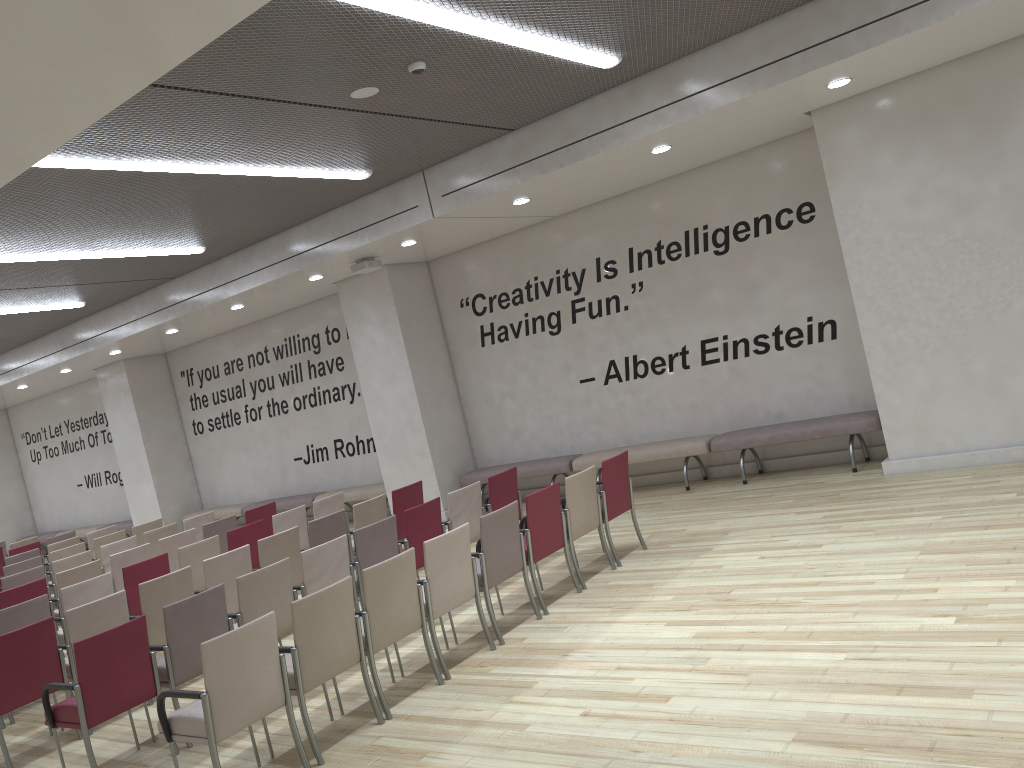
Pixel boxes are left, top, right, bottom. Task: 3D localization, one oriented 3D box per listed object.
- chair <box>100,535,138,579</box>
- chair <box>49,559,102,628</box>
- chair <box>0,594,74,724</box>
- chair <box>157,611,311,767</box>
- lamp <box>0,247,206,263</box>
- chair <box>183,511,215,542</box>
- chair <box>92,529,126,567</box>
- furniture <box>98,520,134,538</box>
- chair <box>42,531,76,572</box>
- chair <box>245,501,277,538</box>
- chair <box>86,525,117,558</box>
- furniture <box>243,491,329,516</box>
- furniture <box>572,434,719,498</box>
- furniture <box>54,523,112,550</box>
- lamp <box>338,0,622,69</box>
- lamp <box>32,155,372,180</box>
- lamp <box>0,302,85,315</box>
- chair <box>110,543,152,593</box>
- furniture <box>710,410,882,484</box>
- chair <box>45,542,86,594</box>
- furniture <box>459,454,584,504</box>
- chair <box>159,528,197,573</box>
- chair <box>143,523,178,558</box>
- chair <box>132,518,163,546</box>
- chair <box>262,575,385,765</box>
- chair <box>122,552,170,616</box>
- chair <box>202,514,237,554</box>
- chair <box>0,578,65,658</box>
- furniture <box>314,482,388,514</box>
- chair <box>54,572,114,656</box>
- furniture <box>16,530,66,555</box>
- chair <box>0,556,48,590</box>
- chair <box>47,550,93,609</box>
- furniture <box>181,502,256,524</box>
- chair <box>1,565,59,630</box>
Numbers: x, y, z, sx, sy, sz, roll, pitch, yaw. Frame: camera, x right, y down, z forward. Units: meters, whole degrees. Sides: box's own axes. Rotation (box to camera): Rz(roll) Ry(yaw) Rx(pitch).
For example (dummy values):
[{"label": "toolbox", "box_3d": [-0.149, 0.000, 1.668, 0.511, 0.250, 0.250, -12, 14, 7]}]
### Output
[{"label": "chair", "box_3d": [-4.705, 2.307, 10.519, 0.640, 0.890, 0.513, -12, 2, 38]}, {"label": "chair", "box_3d": [-4.381, 2.271, 8.889, 0.640, 0.890, 0.513, -12, 2, 36]}, {"label": "chair", "box_3d": [-4.062, 2.235, 7.280, 0.640, 0.890, 0.513, -12, 2, 37]}, {"label": "chair", "box_3d": [-1.491, 1.694, 4.619, 0.640, 0.890, 0.513, -12, 2, 37]}, {"label": "lamp", "box_3d": [-4.627, -1.309, 9.153, 0.198, 0.045, 3.303, -12, 2, 37]}, {"label": "chair", "box_3d": [-4.076, 2.137, 11.381, 0.640, 0.890, 0.513, -12, 2, 38]}, {"label": "chair", "box_3d": [-5.346, 2.430, 11.680, 0.640, 0.890, 0.513, -12, 2, 36]}, {"label": "furniture", "box_3d": [-7.468, 2.961, 17.492, 1.833, 0.550, 0.530, -12, 2, 37]}, {"label": "chair", "box_3d": [-6.953, 2.762, 13.606, 0.640, 0.890, 0.513, -12, 2, 36]}, {"label": "chair", "box_3d": [-3.095, 1.924, 10.652, 0.640, 0.890, 0.513, -12, 2, 37]}, {"label": "chair", "box_3d": [-5.993, 2.554, 12.864, 0.640, 0.890, 0.513, -12, 2, 36]}, {"label": "furniture", "box_3d": [-3.660, 2.133, 14.568, 1.833, 0.550, 0.530, -12, 2, 37]}, {"label": "furniture", "box_3d": [1.610, 0.989, 10.522, 1.833, 0.550, 0.530, -12, 2, 37]}, {"label": "furniture", "box_3d": [-8.918, 3.276, 18.605, 1.833, 0.550, 0.530, -12, 2, 37]}, {"label": "lamp", "box_3d": [-0.160, -2.279, 5.723, 0.198, 0.045, 3.303, -12, 2, 37]}, {"label": "lamp", "box_3d": [-2.399, -1.793, 7.443, 0.198, 0.045, 3.303, -12, 2, 37]}, {"label": "lamp", "box_3d": [-6.865, -0.823, 10.871, 0.198, 0.045, 3.303, -12, 2, 37]}, {"label": "chair", "box_3d": [-4.065, 2.185, 9.343, 0.640, 0.890, 0.513, -12, 2, 37]}, {"label": "furniture", "box_3d": [3.060, 0.674, 9.409, 1.833, 0.550, 0.530, -12, 2, 37]}, {"label": "chair", "box_3d": [-5.674, 2.518, 11.254, 0.640, 0.890, 0.513, -12, 2, 36]}, {"label": "furniture", "box_3d": [0.157, 1.304, 11.637, 1.833, 0.550, 0.530, -12, 2, 37]}, {"label": "chair", "box_3d": [-3.743, 2.099, 9.769, 0.640, 0.890, 0.513, -12, 2, 37]}, {"label": "chair", "box_3d": [-4.393, 2.223, 10.951, 0.640, 0.890, 0.513, -12, 2, 37]}, {"label": "chair", "box_3d": [-5.039, 2.346, 12.130, 0.640, 0.890, 0.513, -12, 2, 37]}, {"label": "chair", "box_3d": [-1.172, 1.607, 5.066, 0.640, 0.890, 0.513, -12, 2, 36]}, {"label": "chair", "box_3d": [-3.419, 2.062, 8.159, 0.640, 0.890, 0.513, -12, 2, 38]}, {"label": "chair", "box_3d": [-3.433, 2.014, 10.215, 0.640, 0.890, 0.513, -12, 2, 38]}, {"label": "chair", "box_3d": [-4.694, 2.356, 8.447, 0.640, 0.890, 0.513, -12, 2, 37]}, {"label": "furniture", "box_3d": [-2.210, 1.818, 13.455, 1.833, 0.550, 0.530, -12, 2, 37]}, {"label": "chair", "box_3d": [-3.743, 2.149, 7.725, 0.640, 0.890, 0.513, -12, 2, 37]}, {"label": "furniture", "box_3d": [-10.371, 3.591, 19.721, 1.833, 0.550, 0.530, -12, 2, 37]}, {"label": "chair", "box_3d": [-5.984, 2.602, 10.807, 0.640, 0.890, 0.513, -12, 2, 38]}, {"label": "chair", "box_3d": [-5.027, 2.395, 10.060, 0.640, 0.890, 0.513, -12, 2, 37]}, {"label": "furniture", "box_3d": [-5.113, 2.449, 15.684, 1.833, 0.550, 0.530, -12, 2, 37]}, {"label": "chair", "box_3d": [-5.337, 2.479, 9.626, 0.640, 0.890, 0.513, -12, 2, 37]}]
